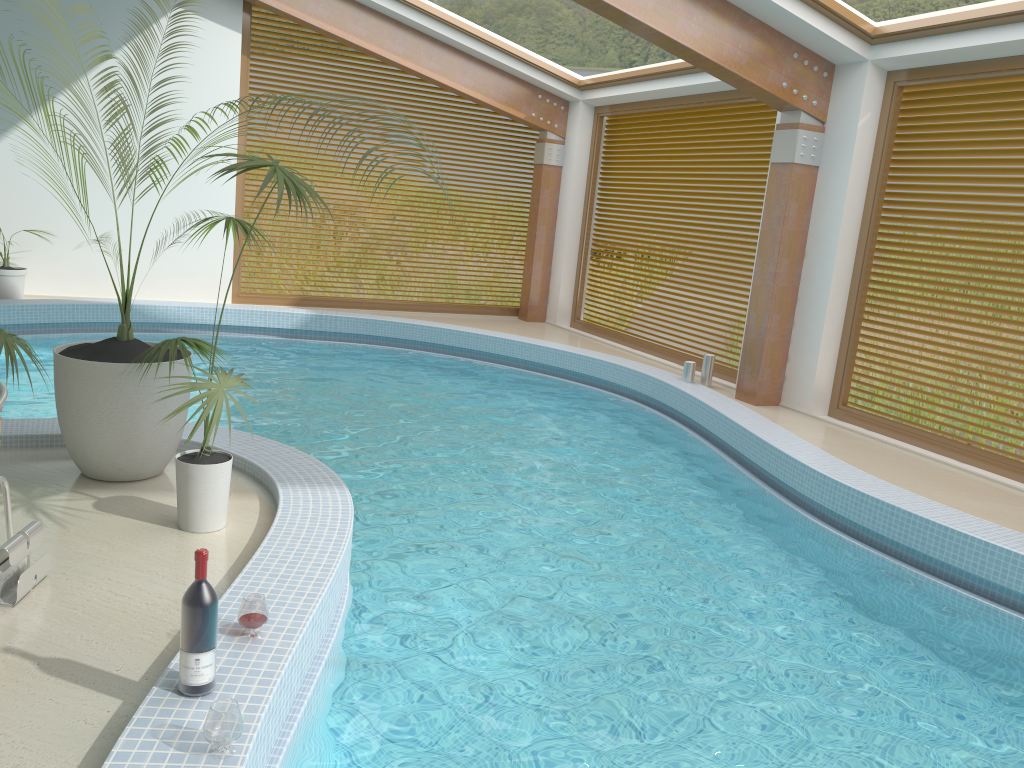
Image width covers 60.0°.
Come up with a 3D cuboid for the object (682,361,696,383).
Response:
[{"bbox_3d":[1.726,-0.125,8.636,0.115,0.204,0.115,9,12,15],"label":"object"}]

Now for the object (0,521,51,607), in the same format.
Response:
[{"bbox_3d":[-1.797,0.656,3.262,0.081,0.223,0.272,5,11,-5],"label":"object"}]

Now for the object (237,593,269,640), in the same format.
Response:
[{"bbox_3d":[-0.863,0.775,2.958,0.102,0.137,0.102,3,12,-16],"label":"object"}]

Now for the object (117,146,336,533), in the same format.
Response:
[{"bbox_3d":[-1.252,-0.171,3.916,0.791,1.695,1.059,-3,14,-37],"label":"object"}]

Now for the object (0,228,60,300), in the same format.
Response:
[{"bbox_3d":[-5.513,-1.538,9.589,1.067,1.310,0.822,3,11,-13],"label":"object"}]

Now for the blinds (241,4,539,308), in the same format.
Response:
[{"bbox_3d":[-1.580,-3.066,12.164,4.500,4.025,0.099,1,12,-25],"label":"blinds"}]

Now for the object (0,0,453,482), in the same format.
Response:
[{"bbox_3d":[-1.807,-0.947,4.250,2.979,2.960,2.729,4,11,-8],"label":"object"}]

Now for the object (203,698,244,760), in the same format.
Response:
[{"bbox_3d":[-0.761,0.908,2.338,0.102,0.137,0.102,3,12,-16],"label":"object"}]

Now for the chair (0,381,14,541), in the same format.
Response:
[{"bbox_3d":[-2.213,0.355,3.232,0.618,0.727,0.563,3,11,-13],"label":"chair"}]

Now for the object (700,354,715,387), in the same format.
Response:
[{"bbox_3d":[1.969,-0.136,8.931,0.115,0.320,0.115,11,12,23],"label":"object"}]

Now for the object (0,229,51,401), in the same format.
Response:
[{"bbox_3d":[-2.533,-0.268,3.745,1.059,1.695,0.791,8,11,10],"label":"object"}]

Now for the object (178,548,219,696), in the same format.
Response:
[{"bbox_3d":[-0.912,0.689,2.586,0.109,0.435,0.109,8,11,9],"label":"object"}]

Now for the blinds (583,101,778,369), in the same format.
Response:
[{"bbox_3d":[2.013,-1.817,10.614,0.095,2.921,4.200,1,12,-25],"label":"blinds"}]

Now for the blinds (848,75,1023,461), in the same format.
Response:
[{"bbox_3d":[4.065,-0.720,6.151,0.095,2.921,4.200,1,12,-25],"label":"blinds"}]
